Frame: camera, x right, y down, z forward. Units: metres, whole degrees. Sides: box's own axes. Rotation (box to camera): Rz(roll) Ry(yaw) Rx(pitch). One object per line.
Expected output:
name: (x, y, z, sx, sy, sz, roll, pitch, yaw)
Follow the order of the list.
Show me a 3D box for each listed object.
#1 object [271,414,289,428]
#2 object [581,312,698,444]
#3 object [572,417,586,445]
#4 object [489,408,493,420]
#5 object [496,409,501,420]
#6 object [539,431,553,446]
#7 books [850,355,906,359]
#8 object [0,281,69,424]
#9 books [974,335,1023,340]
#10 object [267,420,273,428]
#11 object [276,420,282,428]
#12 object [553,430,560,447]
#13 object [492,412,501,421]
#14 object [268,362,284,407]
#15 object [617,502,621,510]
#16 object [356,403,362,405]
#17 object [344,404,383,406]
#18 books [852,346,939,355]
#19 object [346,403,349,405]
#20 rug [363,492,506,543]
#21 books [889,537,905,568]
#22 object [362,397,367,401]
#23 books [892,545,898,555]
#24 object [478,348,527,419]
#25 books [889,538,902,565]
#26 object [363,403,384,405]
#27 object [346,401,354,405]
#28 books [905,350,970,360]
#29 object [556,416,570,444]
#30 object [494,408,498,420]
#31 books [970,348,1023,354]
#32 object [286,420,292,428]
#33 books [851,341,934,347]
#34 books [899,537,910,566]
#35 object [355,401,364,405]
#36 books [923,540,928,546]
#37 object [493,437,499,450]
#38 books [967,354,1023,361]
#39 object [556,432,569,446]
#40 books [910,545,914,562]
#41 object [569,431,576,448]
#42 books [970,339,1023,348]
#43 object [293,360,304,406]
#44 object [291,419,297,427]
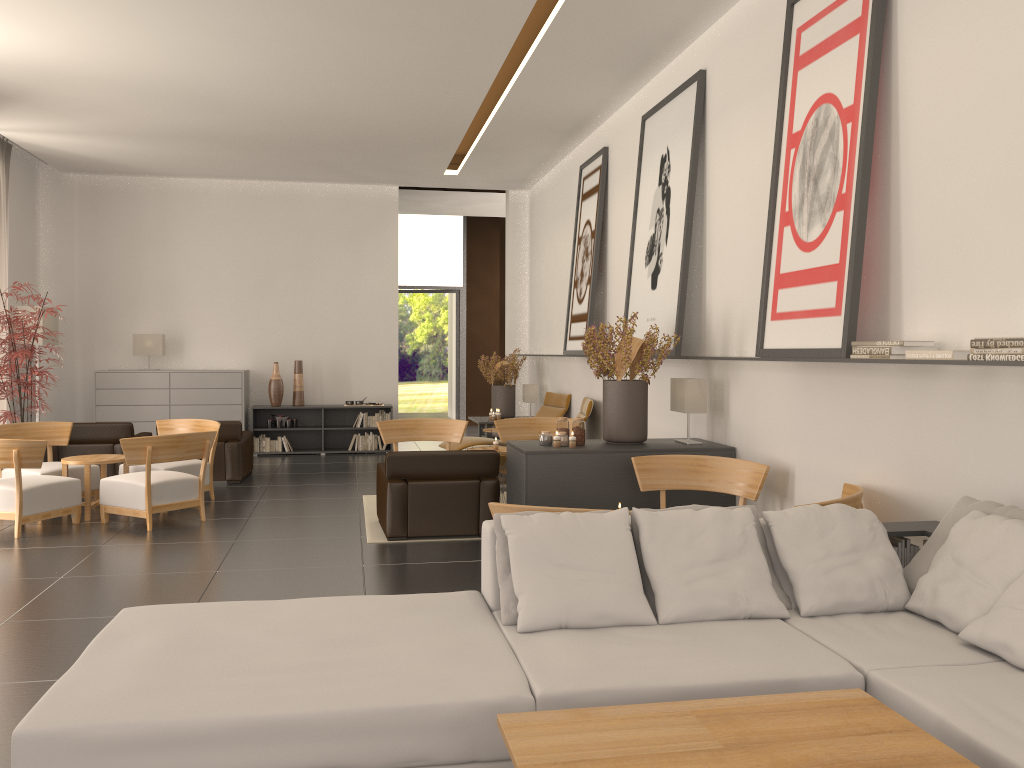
object: (-5.211, 0.820, 19.923, 0.413, 0.309, 0.142, 0, 1, 4)
object: (1.536, -0.085, 10.389, 1.422, 1.553, 1.437, 0, 1, 2)
object: (0.764, 0.534, 10.140, 0.157, 0.325, 0.157, 1, 1, 26)
object: (-0.441, 0.652, 19.044, 0.108, 0.254, 0.108, 1, 2, 44)
object: (-0.285, 0.655, 18.973, 0.104, 0.254, 0.104, 1, 1, 40)
object: (0.385, 0.618, 10.101, 0.157, 0.158, 0.157, -1, 2, -37)
books: (2.878, -0.205, 6.724, 0.376, 0.032, 0.504, 0, 2, -10)
object: (-7.858, 0.076, 14.048, 1.489, 3.396, 1.771, 0, 1, -25)
books: (3.080, -0.284, 5.402, 0.256, 0.023, 0.434, 0, 2, -10)
object: (-5.390, 0.891, 19.753, 0.135, 0.179, 0.136, 0, 1, -9)
object: (-5.180, 0.893, 19.717, 0.135, 0.179, 0.136, 0, 1, -9)
object: (0.501, 0.610, 9.901, 0.076, 0.187, 0.076, 0, 1, 6)
object: (-0.329, 0.688, 18.953, 0.207, 0.187, 0.111, 0, 1, -24)
object: (-5.252, 0.007, 19.738, 0.326, 0.992, 0.327, 0, 1, 13)
object: (0.942, 1.126, 7.750, 0.080, 0.187, 0.080, 1, 2, 44)
object: (-3.553, 0.455, 20.155, 0.292, 0.058, 0.086, -1, 2, -24)
object: (-3.374, 0.483, 20.249, 0.894, 0.003, 0.671, 0, 2, -8)
books: (2.892, -0.252, 6.714, 0.391, 0.063, 0.498, 0, 2, -10)
object: (-3.728, 0.463, 20.167, 0.112, 0.040, 0.034, 1, 2, 34)
rug: (-0.091, 1.836, 12.753, 4.000, 0.010, 3.559, 0, 2, -10)
books: (2.674, 1.201, 6.167, 0.021, 0.274, 0.156, 0, 1, -10)
object: (-3.467, 0.381, 20.456, 0.261, 0.152, 0.086, -1, 2, -43)
books: (2.618, 1.227, 6.167, 0.028, 0.222, 0.175, 0, 1, -10)
object: (-0.249, -0.017, 19.584, 0.927, 1.553, 1.587, 1, 2, 18)
books: (2.649, 1.211, 6.159, 0.028, 0.254, 0.149, 0, 1, -10)
object: (-3.162, 0.462, 20.321, 0.405, 0.034, 0.293, 2, 3, 37)
object: (-3.730, 0.434, 20.381, 0.188, 0.082, 0.188, 2, 2, 40)
books: (2.985, -0.199, 6.112, 0.301, 0.064, 0.406, -1, 2, -20)
object: (0.588, 0.530, 10.220, 0.157, 0.325, 0.157, 0, 1, -19)
object: (-0.325, 0.650, 19.092, 0.104, 0.254, 0.104, 1, 1, 40)
books: (3.118, -0.200, 5.406, 0.350, 0.038, 0.525, 0, 2, -5)
object: (-4.981, 0.891, 19.782, 0.136, 0.179, 0.135, -1, 2, -40)
books: (2.877, -0.303, 6.714, 0.299, 0.040, 0.526, -1, 2, -20)
books: (2.711, 1.201, 6.178, 0.028, 0.273, 0.165, 0, 1, -10)
object: (-3.508, 0.433, 20.417, 0.188, 0.082, 0.188, 0, 2, 4)
books: (2.932, 1.221, 6.203, 0.039, 0.234, 0.133, 0, 1, -10)
object: (-0.234, 0.863, 12.883, 0.076, 0.187, 0.076, 1, 1, 29)
books: (3.086, -0.161, 5.400, 0.316, 0.040, 0.504, 0, 2, -10)
object: (0.562, 0.621, 10.021, 0.157, 0.158, 0.157, -1, 2, -37)
books: (2.739, 1.225, 6.185, 0.028, 0.226, 0.168, 0, 1, -10)
object: (0.673, 0.612, 9.856, 0.080, 0.187, 0.080, 0, 1, -1)
books: (3.078, -0.246, 5.388, 0.284, 0.053, 0.485, 0, 2, -10)
object: (-4.826, -0.019, 20.041, 0.262, 1.025, 0.262, 0, 1, -7)
object: (-4.910, 0.884, 20.004, 0.135, 0.179, 0.136, 0, 1, -4)
